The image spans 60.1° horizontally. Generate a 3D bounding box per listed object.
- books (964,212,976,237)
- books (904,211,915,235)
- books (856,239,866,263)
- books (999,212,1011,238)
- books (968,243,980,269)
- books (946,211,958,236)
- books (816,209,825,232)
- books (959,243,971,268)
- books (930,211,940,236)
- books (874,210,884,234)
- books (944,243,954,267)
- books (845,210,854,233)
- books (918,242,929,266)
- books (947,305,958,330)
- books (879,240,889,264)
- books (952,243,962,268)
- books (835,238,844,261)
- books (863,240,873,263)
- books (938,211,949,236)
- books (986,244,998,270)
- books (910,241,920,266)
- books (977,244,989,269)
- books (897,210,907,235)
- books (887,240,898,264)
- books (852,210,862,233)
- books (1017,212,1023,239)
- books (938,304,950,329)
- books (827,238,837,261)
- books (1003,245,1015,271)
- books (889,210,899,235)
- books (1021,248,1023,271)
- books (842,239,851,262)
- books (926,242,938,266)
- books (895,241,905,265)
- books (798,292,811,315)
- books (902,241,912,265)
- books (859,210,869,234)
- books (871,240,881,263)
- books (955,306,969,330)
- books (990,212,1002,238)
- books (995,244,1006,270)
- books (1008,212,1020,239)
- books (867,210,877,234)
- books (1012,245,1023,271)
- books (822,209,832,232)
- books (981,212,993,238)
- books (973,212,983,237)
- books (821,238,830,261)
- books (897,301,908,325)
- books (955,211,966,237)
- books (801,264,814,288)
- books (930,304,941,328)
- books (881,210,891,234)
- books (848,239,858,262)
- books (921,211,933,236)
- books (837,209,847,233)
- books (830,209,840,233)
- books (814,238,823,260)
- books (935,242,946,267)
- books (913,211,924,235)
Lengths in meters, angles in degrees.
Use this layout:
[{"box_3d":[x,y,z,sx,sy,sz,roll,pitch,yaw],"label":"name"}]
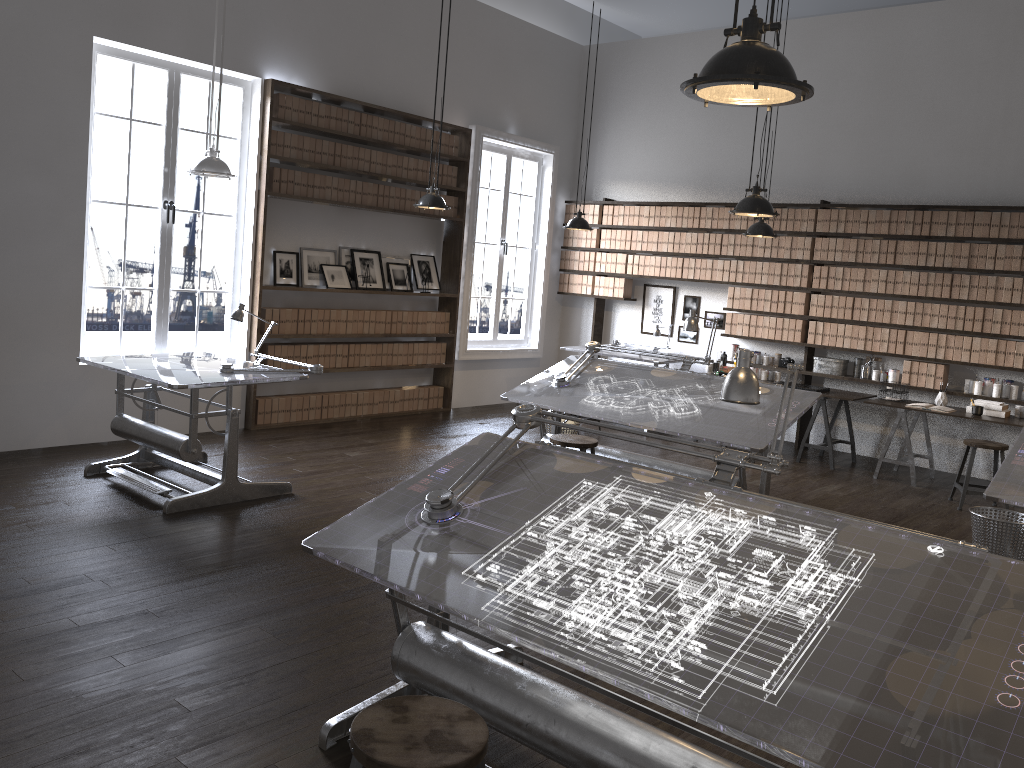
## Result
[{"box_3d":[4.068,-1.405,7.841,0.067,0.225,0.174,8,7,40],"label":"books"},{"box_3d":[3.688,-1.476,8.159,0.067,0.225,0.174,8,7,40],"label":"books"},{"box_3d":[3.353,-1.262,8.451,0.067,0.225,0.174,8,7,40],"label":"books"},{"box_3d":[4.281,-1.365,7.658,0.067,0.225,0.174,8,7,40],"label":"books"},{"box_3d":[4.098,-1.121,7.820,0.067,0.225,0.174,8,7,40],"label":"books"},{"box_3d":[3.961,-1.425,7.929,0.067,0.225,0.174,8,7,40],"label":"books"},{"box_3d":[3.061,-1.595,8.694,0.067,0.224,0.174,8,7,40],"label":"books"},{"box_3d":[4.040,-1.131,7.860,0.067,0.225,0.174,8,7,40],"label":"books"},{"box_3d":[3.858,-1.445,8.021,0.067,0.224,0.174,8,7,40],"label":"books"},{"box_3d":[3.481,-1.516,8.339,0.067,0.224,0.174,8,7,40],"label":"books"},{"box_3d":[3.944,-1.150,7.946,0.067,0.224,0.174,8,7,40],"label":"books"},{"box_3d":[3.274,-1.556,8.517,0.067,0.225,0.174,8,7,40],"label":"books"},{"box_3d":[3.776,-1.181,8.084,0.067,0.225,0.174,8,7,40],"label":"books"},{"box_3d":[3.963,-0.590,7.929,0.067,0.225,0.174,8,7,40],"label":"books"},{"box_3d":[3.515,-1.231,8.315,0.067,0.225,0.174,8,7,40],"label":"books"},{"box_3d":[3.993,-1.141,7.906,0.067,0.224,0.174,8,7,40],"label":"books"},{"box_3d":[3.202,-1.290,8.576,0.067,0.224,0.174,8,7,40],"label":"books"},{"box_3d":[3.407,-1.252,8.405,0.067,0.225,0.174,8,7,40],"label":"books"},{"box_3d":[3.904,-1.435,7.973,0.067,0.225,0.174,8,7,40],"label":"books"},{"box_3d":[4.200,-1.101,7.726,0.067,0.225,0.174,8,7,40],"label":"books"},{"box_3d":[3.721,-1.191,8.131,0.067,0.225,0.174,8,7,40],"label":"books"},{"box_3d":[4.150,-1.111,7.774,0.067,0.225,0.174,8,7,40],"label":"books"},{"box_3d":[3.637,-1.487,8.208,0.067,0.225,0.174,8,7,40],"label":"books"},{"box_3d":[3.568,-1.220,8.262,0.067,0.225,0.174,8,7,40],"label":"books"},{"box_3d":[3.325,-1.546,8.471,0.067,0.225,0.174,8,7,40],"label":"books"},{"box_3d":[4.388,-1.345,7.570,0.067,0.225,0.174,8,7,40],"label":"books"},{"box_3d":[3.909,-0.601,7.976,0.067,0.225,0.174,8,7,40],"label":"books"},{"box_3d":[3.146,-1.300,8.621,0.067,0.225,0.174,8,7,40],"label":"books"},{"box_3d":[4.305,-1.082,7.642,0.067,0.224,0.174,8,7,40],"label":"books"},{"box_3d":[3.583,-1.497,8.253,0.067,0.225,0.174,8,7,40],"label":"books"},{"box_3d":[4.408,-1.062,7.556,0.067,0.225,0.174,8,7,40],"label":"books"},{"box_3d":[3.251,-1.281,8.536,0.067,0.224,0.174,8,7,40],"label":"books"},{"box_3d":[3.833,-1.171,8.040,0.067,0.225,0.174,8,7,40],"label":"books"},{"box_3d":[3.628,-1.210,8.219,0.067,0.224,0.174,8,7,40],"label":"books"},{"box_3d":[2.920,-0.795,8.815,0.067,0.225,0.174,8,7,40],"label":"books"},{"box_3d":[3.676,-1.201,8.175,0.067,0.224,0.174,8,7,40],"label":"books"},{"box_3d":[3.376,-1.535,8.423,0.067,0.225,0.174,8,7,40],"label":"books"},{"box_3d":[3.458,-1.241,8.357,0.067,0.225,0.174,8,7,40],"label":"books"},{"box_3d":[4.014,-0.582,7.892,0.067,0.224,0.174,8,7,40],"label":"books"},{"box_3d":[4.224,-1.375,7.702,0.067,0.225,0.174,8,7,40],"label":"books"},{"box_3d":[4.256,-1.091,7.681,0.067,0.224,0.174,8,7,40],"label":"books"},{"box_3d":[4.336,-1.355,7.616,0.067,0.225,0.174,8,7,40],"label":"books"},{"box_3d":[3.432,-1.525,8.378,0.067,0.224,0.174,8,7,40],"label":"books"},{"box_3d":[4.353,-1.072,7.595,0.067,0.225,0.174,8,7,40],"label":"books"},{"box_3d":[3.106,-1.586,8.650,0.067,0.225,0.174,8,7,40],"label":"books"},{"box_3d":[4.169,-1.385,7.748,0.067,0.225,0.174,8,7,40],"label":"books"},{"box_3d":[4.124,-1.394,7.792,0.067,0.224,0.174,8,7,40],"label":"books"},{"box_3d":[3.095,-1.310,8.669,0.067,0.225,0.174,8,7,40],"label":"books"},{"box_3d":[3.642,-0.652,8.207,0.067,0.224,0.174,8,7,40],"label":"books"},{"box_3d":[4.016,-1.415,7.887,0.067,0.225,0.174,8,7,40],"label":"books"},{"box_3d":[2.944,-1.070,8.801,0.067,0.225,0.174,8,7,40],"label":"books"},{"box_3d":[3.856,-0.611,8.025,0.067,0.225,0.174,8,7,40],"label":"books"},{"box_3d":[3.529,-1.506,8.292,0.067,0.225,0.174,8,7,40],"label":"books"},{"box_3d":[3.298,-1.271,8.490,0.067,0.225,0.174,8,7,40],"label":"books"},{"box_3d":[3.798,-1.455,8.064,0.067,0.225,0.174,8,7,40],"label":"books"},{"box_3d":[3.218,-1.565,8.559,0.067,0.225,0.174,8,7,40],"label":"books"},{"box_3d":[3.161,-1.576,8.603,0.067,0.225,0.174,8,7,40],"label":"books"},{"box_3d":[3.043,-1.321,8.715,0.067,0.225,0.174,8,7,40],"label":"books"},{"box_3d":[3.888,-1.160,7.991,0.067,0.225,0.174,8,7,40],"label":"books"},{"box_3d":[3.745,-1.466,8.117,0.067,0.225,0.174,8,7,40],"label":"books"}]
